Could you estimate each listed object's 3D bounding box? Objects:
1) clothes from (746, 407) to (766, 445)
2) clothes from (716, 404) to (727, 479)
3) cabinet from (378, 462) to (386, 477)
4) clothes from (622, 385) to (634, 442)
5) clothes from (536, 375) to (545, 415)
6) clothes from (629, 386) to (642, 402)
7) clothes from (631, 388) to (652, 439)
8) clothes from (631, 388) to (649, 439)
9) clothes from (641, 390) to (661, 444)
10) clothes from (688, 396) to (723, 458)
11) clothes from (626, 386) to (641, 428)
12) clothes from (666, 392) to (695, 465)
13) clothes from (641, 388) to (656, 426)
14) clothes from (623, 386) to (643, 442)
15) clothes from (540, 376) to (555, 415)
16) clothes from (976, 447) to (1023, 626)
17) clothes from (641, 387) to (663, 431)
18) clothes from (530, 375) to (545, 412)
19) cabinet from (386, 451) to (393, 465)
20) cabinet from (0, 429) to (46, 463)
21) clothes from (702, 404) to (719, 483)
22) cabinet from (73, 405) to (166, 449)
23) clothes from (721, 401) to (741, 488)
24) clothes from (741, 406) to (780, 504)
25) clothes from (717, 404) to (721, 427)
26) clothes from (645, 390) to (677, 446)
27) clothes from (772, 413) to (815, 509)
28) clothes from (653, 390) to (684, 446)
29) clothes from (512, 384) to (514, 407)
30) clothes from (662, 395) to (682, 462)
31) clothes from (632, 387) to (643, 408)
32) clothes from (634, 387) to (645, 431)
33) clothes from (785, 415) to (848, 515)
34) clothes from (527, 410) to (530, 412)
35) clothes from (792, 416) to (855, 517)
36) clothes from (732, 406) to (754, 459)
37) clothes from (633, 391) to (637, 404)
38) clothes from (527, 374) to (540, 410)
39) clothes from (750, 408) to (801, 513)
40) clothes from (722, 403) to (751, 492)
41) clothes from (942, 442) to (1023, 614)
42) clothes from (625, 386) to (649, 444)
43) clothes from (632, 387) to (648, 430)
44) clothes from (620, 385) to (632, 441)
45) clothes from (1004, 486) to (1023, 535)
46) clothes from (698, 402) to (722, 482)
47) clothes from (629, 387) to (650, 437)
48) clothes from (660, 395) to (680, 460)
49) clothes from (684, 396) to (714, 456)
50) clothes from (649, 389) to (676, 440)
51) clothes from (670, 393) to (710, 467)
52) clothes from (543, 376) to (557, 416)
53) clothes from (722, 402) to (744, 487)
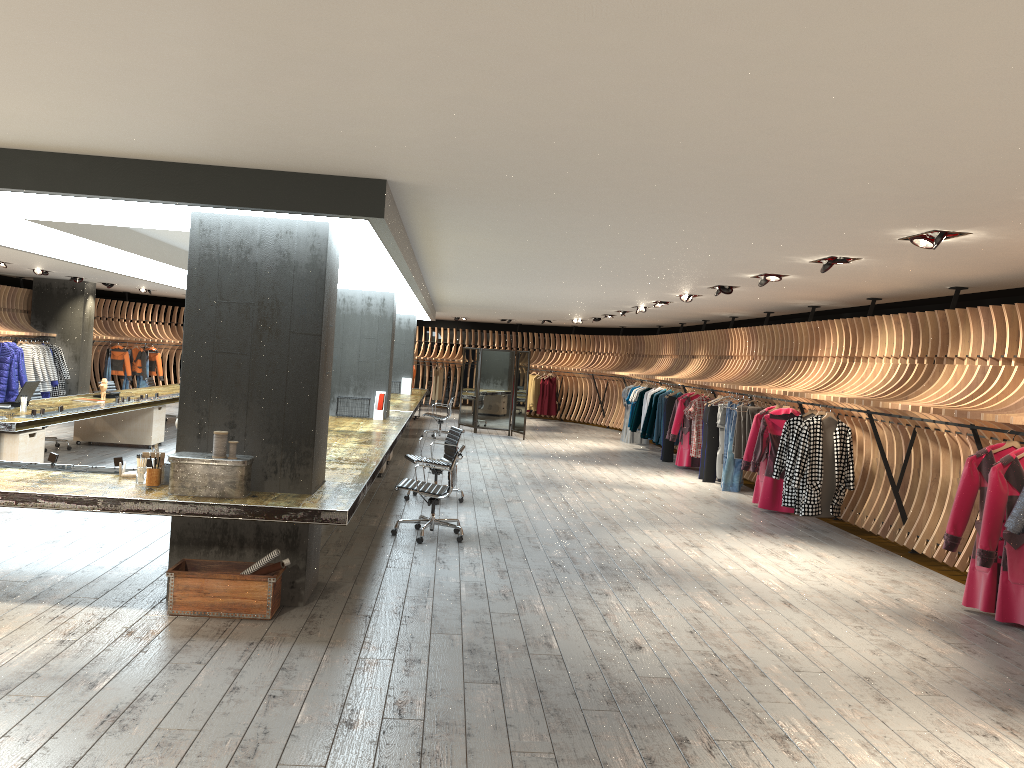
[{"bbox_3d":[3.473,0.704,12.550,0.336,0.776,0.255,4,1,11],"label":"clothes"},{"bbox_3d":[3.262,0.877,13.546,0.278,1.141,0.172,4,1,3],"label":"clothes"},{"bbox_3d":[-2.298,0.899,12.143,1.131,0.630,0.594,4,1,-4],"label":"cabinet"},{"bbox_3d":[2.833,0.754,20.219,0.677,1.434,0.204,4,1,-14],"label":"clothes"},{"bbox_3d":[0.930,0.317,25.243,0.443,1.128,0.127,3,1,-32],"label":"clothes"},{"bbox_3d":[2.916,0.521,19.349,0.743,0.931,0.158,4,1,0],"label":"clothes"},{"bbox_3d":[2.969,0.622,18.528,0.913,1.081,0.238,4,1,1],"label":"clothes"},{"bbox_3d":[2.970,0.619,18.615,0.913,1.081,0.238,4,1,-4],"label":"clothes"},{"bbox_3d":[3.033,0.651,17.589,0.913,1.081,0.238,4,1,1],"label":"clothes"},{"bbox_3d":[3.216,0.720,14.561,0.759,1.030,0.179,4,1,-18],"label":"clothes"},{"bbox_3d":[2.849,0.527,19.488,0.738,0.970,0.167,4,1,5],"label":"clothes"},{"bbox_3d":[3.155,0.796,15.692,0.839,1.312,0.321,4,1,-5],"label":"clothes"},{"bbox_3d":[3.025,0.617,18.114,0.733,1.106,0.165,4,1,1],"label":"clothes"},{"bbox_3d":[2.841,0.759,20.078,0.677,1.434,0.204,4,1,11],"label":"clothes"},{"bbox_3d":[1.052,0.329,25.126,0.444,1.128,0.127,4,1,-7],"label":"clothes"},{"bbox_3d":[3.852,1.125,6.491,0.840,1.316,0.318,4,1,3],"label":"clothes"},{"bbox_3d":[2.981,0.619,17.920,0.733,1.106,0.165,4,1,-4],"label":"clothes"},{"bbox_3d":[0.775,0.261,25.381,0.152,1.052,0.777,5,1,36],"label":"clothes"},{"bbox_3d":[-2.390,0.852,13.493,1.131,0.630,0.594,4,1,-4],"label":"cabinet"},{"bbox_3d":[-5.513,0.767,9.093,1.131,0.630,0.594,4,1,-4],"label":"cabinet"},{"bbox_3d":[3.279,0.985,13.861,0.539,1.352,0.087,4,1,-4],"label":"clothes"},{"bbox_3d":[-5.918,0.610,13.413,1.131,0.630,0.594,4,1,-4],"label":"cabinet"},{"bbox_3d":[3.290,1.017,13.299,0.277,1.542,0.316,4,1,-5],"label":"clothes"},{"bbox_3d":[3.435,0.943,11.564,0.840,1.312,0.321,4,1,15],"label":"clothes"},{"bbox_3d":[3.267,0.877,13.654,0.273,1.142,0.170,4,1,28],"label":"clothes"},{"bbox_3d":[3.064,0.663,17.235,0.913,1.081,0.238,4,1,-4],"label":"clothes"},{"bbox_3d":[3.502,0.919,10.510,0.773,1.160,0.191,4,1,16],"label":"clothes"},{"bbox_3d":[3.094,0.647,16.922,0.715,1.087,0.257,4,1,2],"label":"clothes"},{"bbox_3d":[-0.088,0.221,26.096,0.444,1.128,0.127,4,1,-7],"label":"clothes"},{"bbox_3d":[3.083,0.894,16.449,0.539,1.352,0.087,4,1,1],"label":"clothes"},{"bbox_3d":[2.950,0.539,19.301,0.743,0.960,0.167,4,1,-10],"label":"clothes"},{"bbox_3d":[2.920,0.542,19.079,0.742,0.950,0.168,4,1,-20],"label":"clothes"},{"bbox_3d":[3.535,0.930,10.220,0.773,1.160,0.191,4,1,-4],"label":"clothes"},{"bbox_3d":[0.371,0.264,25.727,0.443,1.128,0.127,3,1,-42],"label":"clothes"},{"bbox_3d":[3.537,0.937,9.995,0.772,1.160,0.191,4,1,-14],"label":"clothes"},{"bbox_3d":[3.338,0.696,12.715,0.278,0.767,0.263,4,1,3],"label":"clothes"},{"bbox_3d":[2.959,0.526,19.159,0.742,0.938,0.162,4,1,-10],"label":"clothes"},{"bbox_3d":[0.609,0.245,25.525,0.777,1.052,0.152,4,1,-4],"label":"clothes"},{"bbox_3d":[3.456,0.953,11.276,0.840,1.312,0.321,4,1,25],"label":"clothes"},{"bbox_3d":[3.290,1.033,13.007,0.373,1.536,0.312,4,1,7],"label":"clothes"},{"bbox_3d":[3.763,1.106,6.764,0.840,1.312,0.321,4,1,25],"label":"clothes"},{"bbox_3d":[2.849,0.764,19.943,0.677,1.434,0.204,4,1,-19],"label":"clothes"},{"bbox_3d":[2.919,0.532,18.892,0.734,0.937,0.164,4,1,0],"label":"clothes"},{"bbox_3d":[2.822,0.749,20.359,0.677,1.434,0.204,4,1,11],"label":"clothes"},{"bbox_3d":[3.804,0.871,6.096,0.746,0.854,0.166,5,1,41],"label":"clothes"},{"bbox_3d":[3.248,0.977,14.062,0.539,1.352,0.087,5,1,36],"label":"clothes"},{"bbox_3d":[2.954,0.614,18.738,0.913,1.081,0.238,4,1,-4],"label":"clothes"},{"bbox_3d":[3.088,0.889,16.642,0.539,1.352,0.087,4,1,21],"label":"clothes"},{"bbox_3d":[3.216,0.716,14.784,0.760,1.020,0.188,4,1,-3],"label":"clothes"},{"bbox_3d":[3.064,0.632,17.359,0.714,1.087,0.257,4,1,-8],"label":"clothes"},{"bbox_3d":[3.174,0.806,15.403,0.840,1.312,0.321,4,1,5],"label":"clothes"},{"bbox_3d":[1.107,0.335,25.051,0.443,1.128,0.127,3,1,-32],"label":"clothes"},{"bbox_3d":[3.345,0.912,13.154,0.277,1.291,0.316,3,1,-40],"label":"clothes"}]
